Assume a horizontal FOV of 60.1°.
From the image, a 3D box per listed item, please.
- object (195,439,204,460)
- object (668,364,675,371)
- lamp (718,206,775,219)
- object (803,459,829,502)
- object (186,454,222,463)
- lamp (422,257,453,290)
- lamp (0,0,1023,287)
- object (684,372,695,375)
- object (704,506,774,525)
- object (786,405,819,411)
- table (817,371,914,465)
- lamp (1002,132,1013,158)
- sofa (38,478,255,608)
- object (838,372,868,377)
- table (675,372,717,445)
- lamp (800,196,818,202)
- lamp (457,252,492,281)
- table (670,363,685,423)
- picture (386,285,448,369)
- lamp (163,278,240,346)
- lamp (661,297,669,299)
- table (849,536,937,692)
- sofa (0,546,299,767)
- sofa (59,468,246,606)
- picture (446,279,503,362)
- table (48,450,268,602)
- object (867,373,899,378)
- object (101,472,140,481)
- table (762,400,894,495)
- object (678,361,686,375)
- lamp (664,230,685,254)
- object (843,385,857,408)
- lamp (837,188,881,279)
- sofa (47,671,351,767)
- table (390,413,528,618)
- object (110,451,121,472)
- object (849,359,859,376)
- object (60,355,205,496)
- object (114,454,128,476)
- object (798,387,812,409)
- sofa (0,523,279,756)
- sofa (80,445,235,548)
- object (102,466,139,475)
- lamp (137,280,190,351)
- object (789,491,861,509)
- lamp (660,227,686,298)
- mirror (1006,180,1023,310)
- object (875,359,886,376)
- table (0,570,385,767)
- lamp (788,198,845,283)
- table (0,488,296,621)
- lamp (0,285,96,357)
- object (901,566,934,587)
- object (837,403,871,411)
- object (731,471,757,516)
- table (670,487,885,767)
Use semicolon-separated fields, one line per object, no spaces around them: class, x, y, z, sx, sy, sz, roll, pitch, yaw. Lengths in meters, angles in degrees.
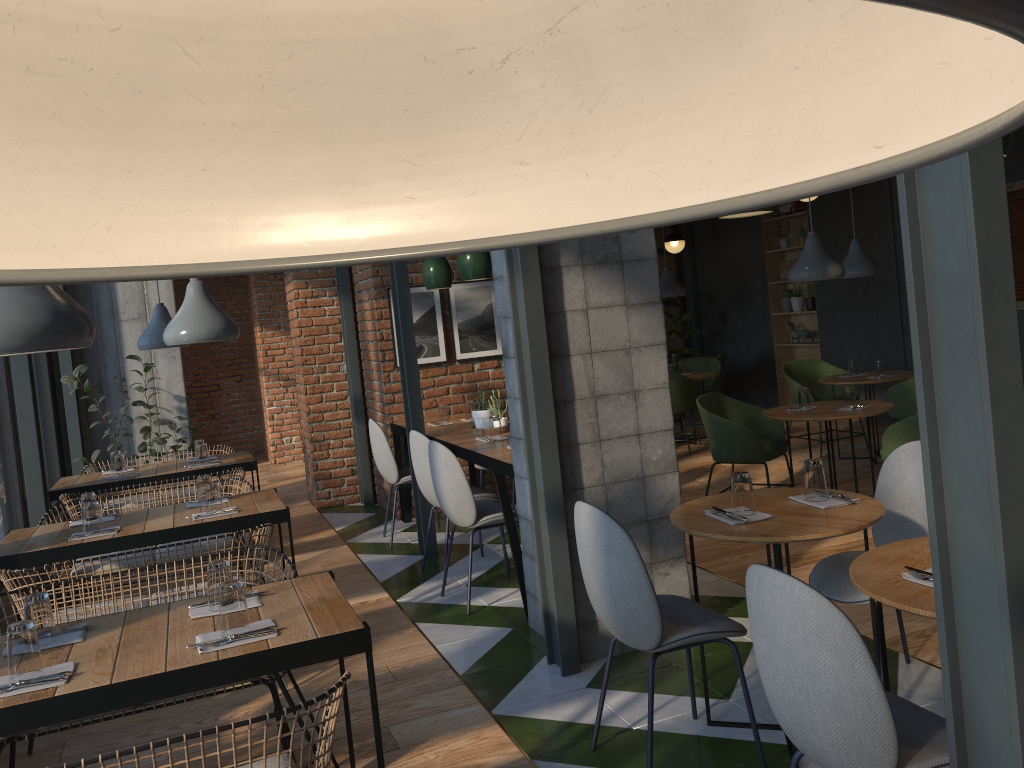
object;-2.215;0.465;6.293;0.080;0.138;0.080;-4;3;43
object;1.652;-0.137;9.169;0.080;0.138;0.080;-5;2;17
lamp;0.683;-1.572;2.953;0.224;2.019;0.224;-6;2;-17
object;1.047;0.331;3.066;0.080;0.138;0.080;-4;3;38
object;-2.196;0.527;6.324;0.243;0.019;0.157;-7;5;-20
lamp;-0.644;-1.706;6.519;0.224;2.019;0.224;-6;2;-17
lamp;-0.277;-2.271;0.166;0.353;4.484;0.353;-6;2;-15
object;1.837;-0.109;9.424;0.242;0.019;0.158;-3;5;34
object;0.756;0.434;2.984;0.157;0.019;0.243;-7;4;-15
object;1.921;0.155;5.851;0.157;0.019;0.243;-2;6;39
table;3.013;0.277;7.411;0.806;0.686;0.810;-4;4;29
lamp;0.993;-1.540;2.117;0.224;2.019;0.224;-6;2;-17
sofa;-1.912;0.967;4.781;1.093;0.732;0.470;-7;3;-20
object;2.923;-0.081;7.573;0.243;0.019;0.157;-8;5;-21
table;1.774;0.262;9.303;0.806;0.686;0.810;-5;3;21
lamp;2.766;-3.706;8.801;0.268;3.789;0.269;-4;2;42
lamp;-0.333;-1.675;5.683;0.224;2.019;0.224;-6;2;-17
table;1.875;0.126;10.949;0.809;0.686;0.807;-7;3;-20
picture;-0.739;-0.457;6.945;0.431;0.630;0.015;-7;2;-20
lamp;-1.720;-2.429;4.203;0.352;4.484;0.354;-5;2;32
lamp;1.540;-3.276;10.861;0.352;4.484;0.354;-5;2;15
table;1.239;0.830;2.185;0.698;0.746;0.702;-5;3;22
sofa;-1.248;1.034;2.994;1.093;0.732;0.470;-7;3;-20
sofa;-2.190;0.938;5.528;1.093;0.732;0.470;-7;3;-20
picture;-0.291;-0.516;7.112;0.431;0.630;0.015;-7;2;-20
table;-2.385;0.931;6.055;1.274;0.705;0.658;-7;3;-20
object;3.027;-0.067;7.255;0.243;0.019;0.157;-8;5;-21
object;-2.577;0.605;5.825;0.243;0.019;0.157;-8;5;-21
table;2.076;0.501;5.753;0.806;0.686;0.810;-5;3;10
object;1.800;-0.171;9.415;0.080;0.138;0.080;-5;2;17
lamp;1.939;-3.587;11.505;0.268;3.789;0.269;-5;2;23
object;2.152;0.080;5.649;0.080;0.138;0.080;-8;3;-38
lamp;2.659;-3.122;7.327;0.352;4.484;0.354;-5;2;15
sofa;-0.854;1.074;1.936;1.093;0.732;0.470;-7;3;-20
table;-0.117;0.694;5.694;0.659;0.764;2.773;-7;4;-20
object;-2.726;0.532;6.102;0.080;0.138;0.080;-4;3;43
object;2.905;-0.143;7.542;0.080;0.138;0.080;-5;3;32
object;-2.923;0.521;6.909;0.859;1.495;0.899;-6;2;-1
object;-2.586;0.537;5.848;0.080;0.138;0.080;-5;2;12
object;1.920;0.091;5.818;0.080;0.138;0.080;-8;3;-38
sofa;-1.519;1.006;3.722;1.093;0.732;0.470;-7;3;-20
sofa;-2.584;0.898;6.586;1.093;0.732;0.470;-7;3;-20
object;-2.707;0.594;6.133;0.243;0.019;0.157;-7;5;-20
lamp;-2.653;-2.479;6.117;0.352;4.484;0.354;-5;2;15
object;1.082;0.395;3.054;0.157;0.019;0.243;-7;4;-15
lamp;1.414;-3.136;9.199;0.352;4.484;0.354;-5;2;15
mirror;4.363;-1.177;7.493;0.061;1.084;0.768;-7;3;-20
object;3.023;-0.135;7.279;0.080;0.138;0.080;-5;3;32
table;-1.049;1.067;2.464;1.274;0.705;0.658;-7;3;-20
lamp;1.744;-2.901;5.675;0.352;4.484;0.354;-5;2;15
table;-1.715;0.999;4.254;1.274;0.705;0.658;-7;3;-20
lamp;-1.334;-2.292;1.880;0.353;4.484;0.353;-6;2;-4
object;1.067;0.466;2.145;0.158;0.019;0.243;-8;5;-23
object;2.169;0.146;5.627;0.157;0.019;0.243;-2;6;39
object;0.775;0.366;2.977;0.080;0.138;0.080;-8;3;-42
table;0.928;0.799;3.020;0.700;0.746;0.700;-6;3;-10
